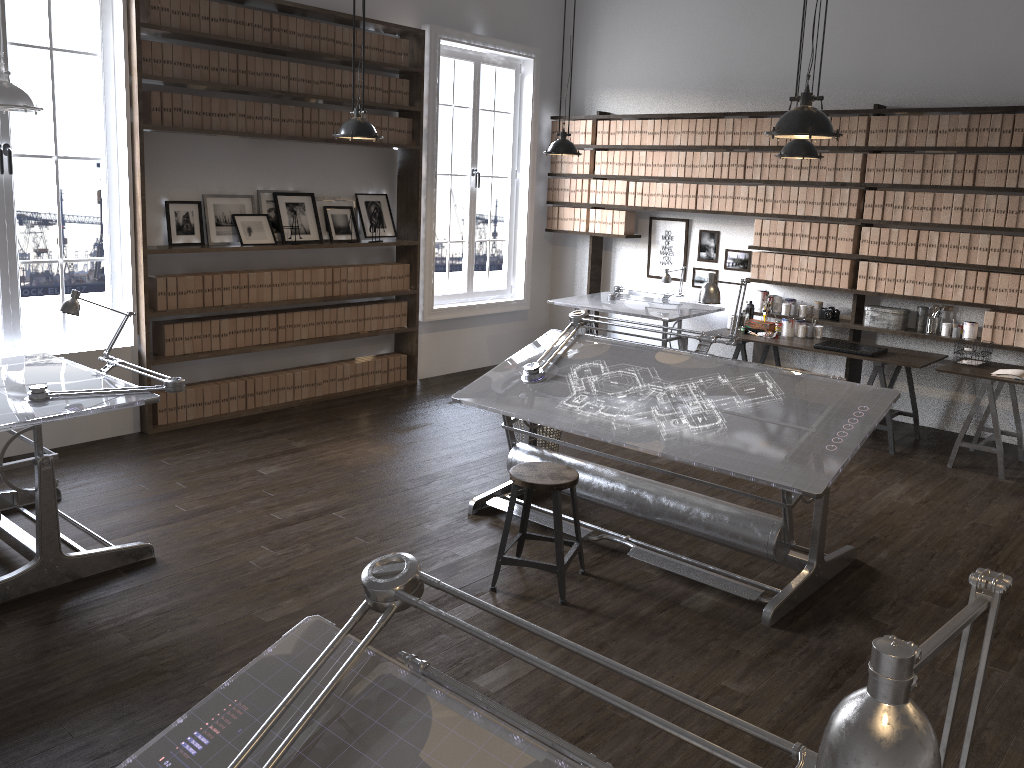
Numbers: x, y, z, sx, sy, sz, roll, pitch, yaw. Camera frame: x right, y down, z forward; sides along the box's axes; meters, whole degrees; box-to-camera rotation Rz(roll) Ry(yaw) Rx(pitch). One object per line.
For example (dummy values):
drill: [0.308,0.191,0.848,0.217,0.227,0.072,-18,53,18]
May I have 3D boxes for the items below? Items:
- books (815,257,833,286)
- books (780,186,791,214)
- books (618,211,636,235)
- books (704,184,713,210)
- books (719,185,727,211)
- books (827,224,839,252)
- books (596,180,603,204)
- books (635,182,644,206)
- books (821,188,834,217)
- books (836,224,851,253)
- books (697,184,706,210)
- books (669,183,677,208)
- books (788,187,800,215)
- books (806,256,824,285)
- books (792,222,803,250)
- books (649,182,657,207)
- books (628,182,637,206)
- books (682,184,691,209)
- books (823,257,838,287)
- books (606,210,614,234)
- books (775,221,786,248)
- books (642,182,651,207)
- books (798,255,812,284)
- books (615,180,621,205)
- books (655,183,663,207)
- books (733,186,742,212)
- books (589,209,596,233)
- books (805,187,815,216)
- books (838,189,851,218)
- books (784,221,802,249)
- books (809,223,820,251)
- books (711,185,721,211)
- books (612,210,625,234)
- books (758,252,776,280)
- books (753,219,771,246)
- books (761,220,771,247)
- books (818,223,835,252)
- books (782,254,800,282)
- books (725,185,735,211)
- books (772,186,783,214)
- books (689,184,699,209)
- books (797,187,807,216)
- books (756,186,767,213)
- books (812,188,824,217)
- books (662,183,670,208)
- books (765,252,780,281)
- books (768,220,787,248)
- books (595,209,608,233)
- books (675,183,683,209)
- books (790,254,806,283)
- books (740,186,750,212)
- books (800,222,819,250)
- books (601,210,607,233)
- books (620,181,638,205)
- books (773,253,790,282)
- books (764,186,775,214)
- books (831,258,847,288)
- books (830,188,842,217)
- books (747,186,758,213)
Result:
books: [2.514,-0.906,7.126,0.067,0.224,0.175,11,14,40]
books: [2.278,-1.503,7.260,0.067,0.223,0.175,11,14,40]
books: [1.082,-1.513,8.324,0.067,0.223,0.175,11,14,40]
books: [1.748,-1.620,7.711,0.067,0.223,0.175,11,14,40]
books: [1.857,-1.596,7.623,0.067,0.223,0.175,11,14,40]
books: [2.580,-1.159,7.040,0.067,0.223,0.175,11,14,40]
books: [0.884,-1.832,8.453,0.067,0.223,0.175,11,14,40]
books: [1.219,-1.745,8.164,0.067,0.224,0.175,11,14,40]
books: [2.533,-1.443,7.042,0.067,0.223,0.175,11,14,40]
books: [2.635,-1.145,6.990,0.067,0.223,0.175,11,14,40]
books: [1.698,-1.634,7.760,0.067,0.223,0.175,11,14,40]
books: [1.485,-1.682,7.934,0.067,0.224,0.175,11,14,40]
books: [2.328,-1.490,7.212,0.067,0.224,0.175,11,14,40]
books: [2.460,-0.919,7.172,0.067,0.223,0.175,11,14,40]
books: [2.361,-1.211,7.228,0.067,0.223,0.175,11,14,40]
books: [1.328,-1.721,8.078,0.067,0.223,0.175,11,14,40]
books: [1.159,-1.760,8.218,0.067,0.223,0.175,11,14,40]
books: [1.586,-1.660,7.856,0.067,0.223,0.175,11,14,40]
books: [2.564,-0.895,7.088,0.067,0.223,0.175,11,14,40]
books: [0.974,-1.537,8.411,0.067,0.224,0.175,11,14,40]
books: [2.253,-1.234,7.312,0.067,0.224,0.175,11,14,40]
books: [1.275,-1.733,8.121,0.067,0.223,0.175,11,14,40]
books: [2.407,-0.932,7.222,0.067,0.223,0.175,11,14,40]
books: [1.045,-1.794,8.316,0.067,0.223,0.175,11,14,40]
books: [1.378,-1.708,8.030,0.067,0.223,0.175,11,14,40]
books: [1.957,-1.572,7.535,0.067,0.223,0.175,11,14,40]
books: [0.823,-1.573,8.542,0.067,0.224,0.175,11,14,40]
books: [2.432,-1.466,7.127,0.067,0.223,0.175,11,14,40]
books: [2.637,-1.417,6.947,0.067,0.223,0.175,11,14,40]
books: [2.308,-1.223,7.273,0.067,0.223,0.175,11,14,40]
books: [2.468,-1.185,7.137,0.067,0.223,0.175,11,14,40]
books: [1.804,-1.608,7.668,0.067,0.223,0.175,11,14,40]
books: [1.031,-1.526,8.371,0.067,0.223,0.175,11,14,40]
books: [2.149,-0.994,7.445,0.067,0.223,0.175,11,14,40]
books: [2.102,-1.270,7.443,0.067,0.224,0.175,11,14,40]
books: [2.158,-1.258,7.398,0.067,0.223,0.175,11,14,40]
books: [2.521,-1.171,7.084,0.067,0.224,0.175,11,14,40]
books: [2.304,-0.957,7.313,0.067,0.223,0.175,11,14,40]
books: [1.904,-1.583,7.575,0.067,0.224,0.175,11,14,40]
books: [2.226,-1.516,7.306,0.067,0.223,0.175,11,14,40]
books: [1.638,-1.646,7.804,0.067,0.224,0.175,11,14,40]
books: [2.383,-1.477,7.166,0.067,0.223,0.175,11,14,40]
books: [2.115,-1.540,7.393,0.067,0.223,0.175,11,14,40]
books: [2.479,-1.454,7.081,0.067,0.224,0.175,11,14,40]
books: [1.430,-1.695,7.981,0.067,0.223,0.175,11,14,40]
books: [2.195,-0.982,7.404,0.067,0.223,0.175,11,14,40]
books: [2.206,-1.247,7.359,0.067,0.223,0.175,11,14,40]
books: [0.878,-1.560,8.496,0.067,0.223,0.175,11,14,40]
books: [1.535,-1.671,7.897,0.067,0.223,0.175,11,14,40]
books: [2.358,-0.945,7.269,0.067,0.223,0.175,11,14,40]
books: [2.004,-1.560,7.493,0.067,0.223,0.175,11,14,40]
books: [2.412,-1.197,7.179,0.067,0.223,0.175,11,14,40]
books: [0.927,-1.550,8.457,0.067,0.223,0.175,11,14,40]
books: [1.090,-1.782,8.272,0.067,0.224,0.175,11,14,40]
books: [2.249,-0.969,7.355,0.067,0.224,0.175,11,14,40]
books: [2.171,-1.528,7.348,0.067,0.223,0.175,11,14,40]
books: [2.615,-0.884,7.048,0.067,0.223,0.175,11,14,40]
books: [2.587,-1.430,6.996,0.067,0.223,0.175,11,14,40]
books: [2.057,-1.547,7.445,0.067,0.224,0.175,11,14,40]
